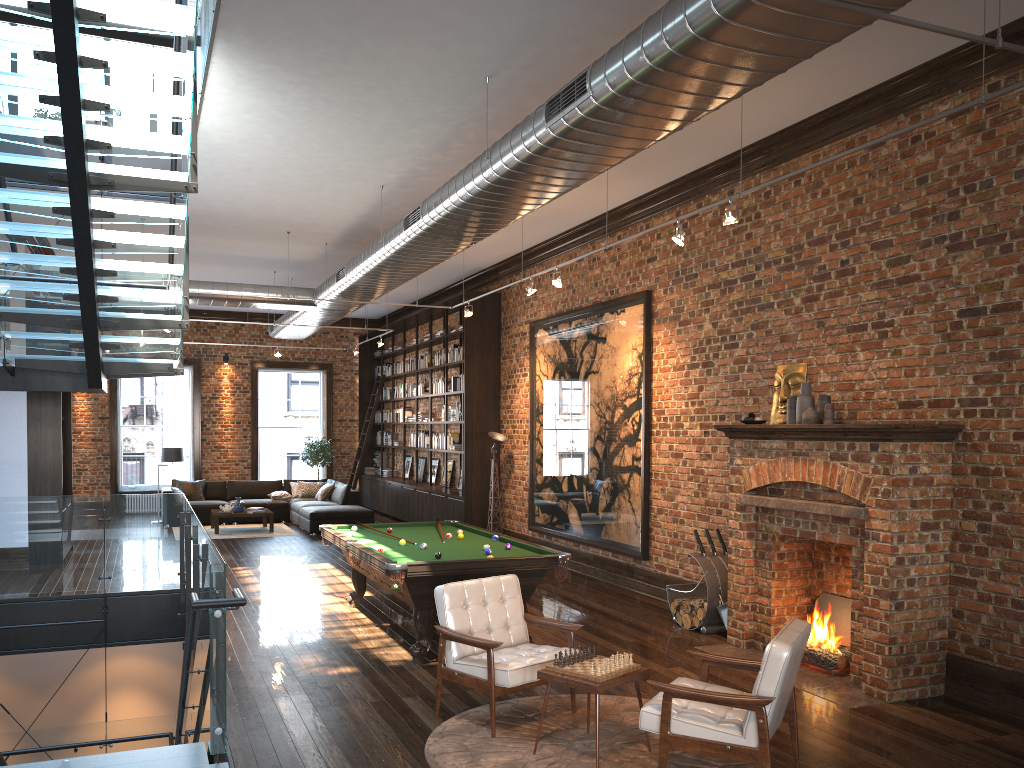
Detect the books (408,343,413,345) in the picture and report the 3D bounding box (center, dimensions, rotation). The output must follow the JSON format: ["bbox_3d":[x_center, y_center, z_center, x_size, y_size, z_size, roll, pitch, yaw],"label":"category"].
[{"bbox_3d":[-1.958,-0.809,17.978,0.191,0.013,0.315,2,-3,-26],"label":"books"}]

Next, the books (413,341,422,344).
[{"bbox_3d":[-1.813,-0.816,17.610,0.219,0.016,0.367,2,-3,-22],"label":"books"}]

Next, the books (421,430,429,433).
[{"bbox_3d":[-1.690,1.078,17.383,0.183,0.336,0.015,0,2,-22],"label":"books"}]

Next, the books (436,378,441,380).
[{"bbox_3d":[-1.344,0.044,16.505,0.152,0.307,0.016,0,2,-22],"label":"books"}]

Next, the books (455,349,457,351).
[{"bbox_3d":[-0.907,-0.481,15.428,0.172,0.237,0.025,0,2,-22],"label":"books"}]

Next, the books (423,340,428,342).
[{"bbox_3d":[-1.544,-0.817,16.933,0.228,0.011,0.372,1,-3,-20],"label":"books"}]

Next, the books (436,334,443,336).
[{"bbox_3d":[-1.258,-0.895,16.274,0.206,0.009,0.333,1,-3,-20],"label":"books"}]

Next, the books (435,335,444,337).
[{"bbox_3d":[-1.265,-0.871,16.272,0.227,0.015,0.275,2,-3,-24],"label":"books"}]

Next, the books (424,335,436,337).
[{"bbox_3d":[-1.532,-0.915,16.934,0.205,0.017,0.359,2,-3,-25],"label":"books"}]

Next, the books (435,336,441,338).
[{"bbox_3d":[-1.259,-0.859,16.275,0.217,0.010,0.342,2,-3,-23],"label":"books"}]

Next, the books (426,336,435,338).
[{"bbox_3d":[-1.518,-0.885,16.941,0.171,0.021,0.306,2,-3,-26],"label":"books"}]

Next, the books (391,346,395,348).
[{"bbox_3d":[-2.503,-0.810,19.302,0.192,0.007,0.364,1,-3,-21],"label":"books"}]

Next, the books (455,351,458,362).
[{"bbox_3d":[-0.892,-0.466,15.379,0.190,0.202,0.027,1,2,-22],"label":"books"}]

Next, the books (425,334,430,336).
[{"bbox_3d":[-1.521,-0.936,16.938,0.192,0.009,0.305,2,-3,-22],"label":"books"}]

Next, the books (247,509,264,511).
[{"bbox_3d":[-4.692,2.302,16.204,0.205,0.024,0.262,0,-3,12],"label":"books"}]

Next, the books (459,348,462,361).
[{"bbox_3d":[-0.816,-0.485,15.194,0.169,0.233,0.146,0,0,-22],"label":"books"}]

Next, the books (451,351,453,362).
[{"bbox_3d":[-0.985,-0.468,15.627,0.168,0.231,0.028,0,2,-22],"label":"books"}]

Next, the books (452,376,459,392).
[{"bbox_3d":[-0.912,0.007,15.347,0.245,0.266,0.037,0,2,-22],"label":"books"}]

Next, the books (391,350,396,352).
[{"bbox_3d":[-2.508,-0.711,19.304,0.207,0.017,0.282,2,-3,-22],"label":"books"}]

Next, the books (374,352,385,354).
[{"bbox_3d":[-3.036,-0.717,20.532,0.230,0.015,0.312,2,-3,-26],"label":"books"}]

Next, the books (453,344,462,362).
[{"bbox_3d":[-0.938,-0.526,15.490,0.180,0.333,0.016,0,2,-22],"label":"books"}]

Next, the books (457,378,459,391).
[{"bbox_3d":[-0.857,0.022,15.288,0.187,0.230,0.035,0,2,-22],"label":"books"}]

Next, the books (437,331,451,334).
[{"bbox_3d":[-1.244,-0.936,16.278,0.169,0.034,0.285,2,-3,-27],"label":"books"}]

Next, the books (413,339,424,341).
[{"bbox_3d":[-1.812,-0.869,17.609,0.199,0.017,0.302,2,-3,-27],"label":"books"}]

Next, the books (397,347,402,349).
[{"bbox_3d":[-2.302,-0.752,18.802,0.210,0.014,0.291,2,-3,-23],"label":"books"}]

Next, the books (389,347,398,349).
[{"bbox_3d":[-2.515,-0.776,19.298,0.216,0.018,0.376,2,-3,-24],"label":"books"}]

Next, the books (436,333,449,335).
[{"bbox_3d":[-1.261,-0.909,16.273,0.216,0.020,0.234,2,-3,-25],"label":"books"}]

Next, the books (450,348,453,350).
[{"bbox_3d":[-1.030,-0.494,15.749,0.150,0.295,0.032,0,2,-22],"label":"books"}]

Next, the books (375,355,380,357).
[{"bbox_3d":[-3.029,-0.645,20.538,0.216,0.014,0.335,1,-3,-20],"label":"books"}]

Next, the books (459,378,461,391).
[{"bbox_3d":[-0.816,0.012,15.197,0.189,0.240,0.016,0,2,-22],"label":"books"}]

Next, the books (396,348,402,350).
[{"bbox_3d":[-2.305,-0.736,18.801,0.206,0.018,0.323,2,-3,-25],"label":"books"}]

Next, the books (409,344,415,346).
[{"bbox_3d":[-1.952,-0.785,17.981,0.198,0.014,0.261,2,-3,-22],"label":"books"}]

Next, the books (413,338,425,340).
[{"bbox_3d":[-1.816,-0.885,17.607,0.215,0.015,0.319,2,-3,-25],"label":"books"}]

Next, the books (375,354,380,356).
[{"bbox_3d":[-3.030,-0.675,20.536,0.213,0.014,0.357,2,-3,-26],"label":"books"}]

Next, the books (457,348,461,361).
[{"bbox_3d":[-0.853,-0.493,15.312,0.165,0.258,0.099,0,1,-22],"label":"books"}]

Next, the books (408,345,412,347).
[{"bbox_3d":[-1.958,-0.771,17.979,0.192,0.015,0.374,2,-3,-25],"label":"books"}]

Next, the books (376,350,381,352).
[{"bbox_3d":[-3.013,-0.754,20.540,0.190,0.017,0.300,2,-3,-24],"label":"books"}]

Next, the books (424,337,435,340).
[{"bbox_3d":[-1.531,-0.860,16.937,0.193,0.030,0.313,2,-3,-27],"label":"books"}]

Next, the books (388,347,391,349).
[{"bbox_3d":[-2.642,-0.802,19.669,0.164,0.022,0.257,1,-3,-19],"label":"books"}]

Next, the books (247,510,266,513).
[{"bbox_3d":[-4.575,2.286,15.876,0.205,0.024,0.262,-3,-4,45],"label":"books"}]

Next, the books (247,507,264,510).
[{"bbox_3d":[-4.687,2.275,16.197,0.205,0.028,0.262,0,-3,10],"label":"books"}]

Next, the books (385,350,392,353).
[{"bbox_3d":[-2.673,-0.719,19.659,0.229,0.034,0.273,1,-3,-19],"label":"books"}]

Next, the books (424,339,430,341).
[{"bbox_3d":[-1.533,-0.839,16.936,0.213,0.014,0.281,1,-3,-21],"label":"books"}]

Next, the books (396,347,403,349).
[{"bbox_3d":[-2.318,-0.762,18.795,0.232,0.006,0.288,2,-3,-26],"label":"books"}]

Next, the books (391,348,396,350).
[{"bbox_3d":[-2.512,-0.755,19.300,0.205,0.024,0.248,1,-3,-19],"label":"books"}]

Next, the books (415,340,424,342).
[{"bbox_3d":[-1.799,-0.845,17.615,0.187,0.011,0.380,2,-3,-22],"label":"books"}]

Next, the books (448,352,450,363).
[{"bbox_3d":[-1.048,-0.455,15.776,0.172,0.220,0.027,0,2,-22],"label":"books"}]

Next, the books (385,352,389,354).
[{"bbox_3d":[-2.664,-0.670,19.665,0.227,0.036,0.303,2,-3,-22],"label":"books"}]

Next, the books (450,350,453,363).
[{"bbox_3d":[-1.003,-0.473,15.650,0.184,0.242,0.030,0,2,-22],"label":"books"}]

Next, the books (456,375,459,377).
[{"bbox_3d":[-0.896,-0.001,15.420,0.156,0.289,0.030,0,2,-22],"label":"books"}]

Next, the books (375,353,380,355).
[{"bbox_3d":[-3.027,-0.688,20.537,0.226,0.011,0.269,2,-3,-23],"label":"books"}]
